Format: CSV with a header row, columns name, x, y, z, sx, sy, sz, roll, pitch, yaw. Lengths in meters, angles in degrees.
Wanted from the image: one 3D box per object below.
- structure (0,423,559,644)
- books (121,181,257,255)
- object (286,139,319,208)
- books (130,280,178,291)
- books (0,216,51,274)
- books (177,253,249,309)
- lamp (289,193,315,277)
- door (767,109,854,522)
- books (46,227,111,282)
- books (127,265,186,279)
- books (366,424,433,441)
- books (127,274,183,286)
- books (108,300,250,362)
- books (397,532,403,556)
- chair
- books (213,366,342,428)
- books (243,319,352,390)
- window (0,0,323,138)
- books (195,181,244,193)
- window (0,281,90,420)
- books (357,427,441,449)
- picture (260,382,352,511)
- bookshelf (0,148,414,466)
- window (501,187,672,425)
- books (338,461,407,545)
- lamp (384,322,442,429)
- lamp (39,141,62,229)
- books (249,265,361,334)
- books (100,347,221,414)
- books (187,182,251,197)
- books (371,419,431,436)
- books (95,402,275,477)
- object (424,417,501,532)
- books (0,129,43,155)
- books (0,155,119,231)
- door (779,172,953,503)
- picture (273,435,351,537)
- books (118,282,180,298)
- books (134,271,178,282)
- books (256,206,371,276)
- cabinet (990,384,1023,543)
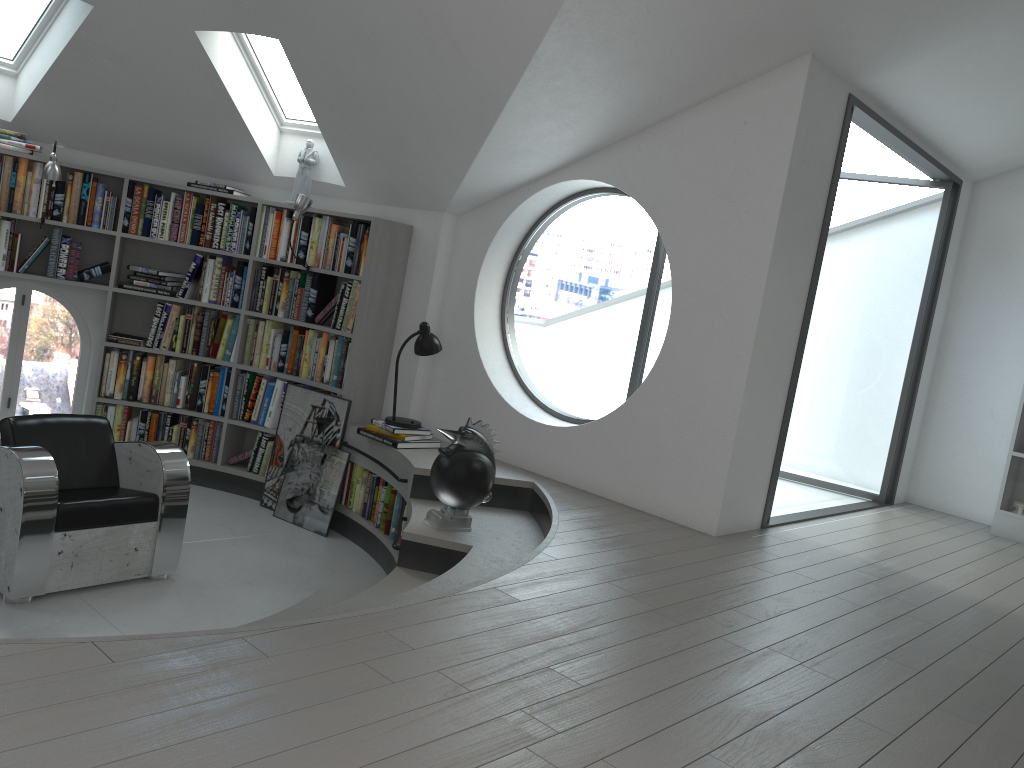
name,x,y,z,sx,sy,sz,roll,pitch,yaw
structure,-2.139,0.586,4.248,4.707,0.692,4.722,10,6,-4
books,-2.247,-1.162,6.242,0.969,0.367,0.307,10,5,-6
object,-1.434,-1.458,6.132,0.178,0.471,0.180,7,6,-40
books,-2.540,-0.705,6.305,0.285,0.031,0.270,9,6,-14
books,-3.794,-0.906,4.968,0.592,0.370,2.529,12,6,21
books,-2.059,-0.740,6.312,0.553,0.350,0.256,10,5,-3
lamp,-1.361,-0.979,5.879,0.112,0.524,0.275,13,5,31
door,1.262,-0.469,5.280,1.055,2.342,0.080,14,6,41
books,-2.952,-0.873,6.084,0.398,0.340,0.225,7,5,-29
books,-2.524,-0.797,6.299,0.286,0.031,0.269,12,6,21
books,-0.700,0.301,5.539,0.305,0.034,0.286,14,7,31
books,-2.535,-0.735,6.303,0.286,0.031,0.270,10,6,1
books,-2.316,-0.396,6.291,0.973,0.351,0.252,10,5,-7
books,-0.477,0.942,4.599,0.240,0.167,0.667,9,6,-9
chair,-2.170,0.562,4.369,0.743,0.718,0.822,14,6,35
books,-1.542,0.147,6.183,1.186,0.358,0.304,13,5,22
books,-1.407,-0.213,6.140,1.023,0.347,0.275,13,5,26
window,-2.702,-2.177,4.970,1.939,0.712,4.050,15,7,41
books,-2.074,-1.396,6.295,0.248,0.027,0.233,12,6,13
window,-4.053,-0.219,5.298,0.618,1.148,3.230,12,6,27
books,-0.707,0.337,5.542,0.389,0.042,0.365,15,8,41
picture,-1.379,0.467,5.901,0.580,0.861,0.090,13,5,31
bookshelf,-3.015,-0.441,5.096,2.116,1.876,4.327,15,7,41
window,0.514,-0.479,5.490,1.476,1.467,0.104,15,6,41
books,-0.764,0.731,5.487,0.272,0.297,1.152,7,7,-35
lamp,-0.605,-0.065,5.535,0.322,0.659,0.234,7,5,-34
lamp,-2.991,-1.274,5.685,0.113,0.565,0.359,6,6,-42
books,-1.347,-0.591,6.109,1.055,0.357,0.279,13,5,26
books,-2.469,-0.037,6.320,0.871,0.350,0.273,10,5,-8
books,-2.079,-1.369,6.296,0.336,0.036,0.317,11,6,3
books,-0.694,0.269,5.537,0.269,0.031,0.287,6,7,-39
books,-2.253,0.375,6.318,1.497,0.310,0.360,11,5,3
object,-0.245,0.445,4.453,0.321,0.561,0.320,11,5,14
books,-3.681,-1.556,4.603,0.748,0.173,2.818,11,6,11
books,-3.337,-1.302,5.699,1.563,0.366,0.395,5,7,-43
door,2.476,-0.389,6.635,1.054,2.342,0.080,12,5,26
picture,-1.305,0.657,5.762,0.491,0.554,0.106,13,5,31
books,-2.546,-0.673,6.308,0.387,0.042,0.367,9,6,-9
books,-2.529,-0.766,6.301,0.226,0.036,0.214,10,6,1
books,-1.289,-0.970,6.088,1.016,0.361,0.292,13,5,23
cabinet,3.791,0.120,5.906,0.644,1.985,0.360,14,6,41
